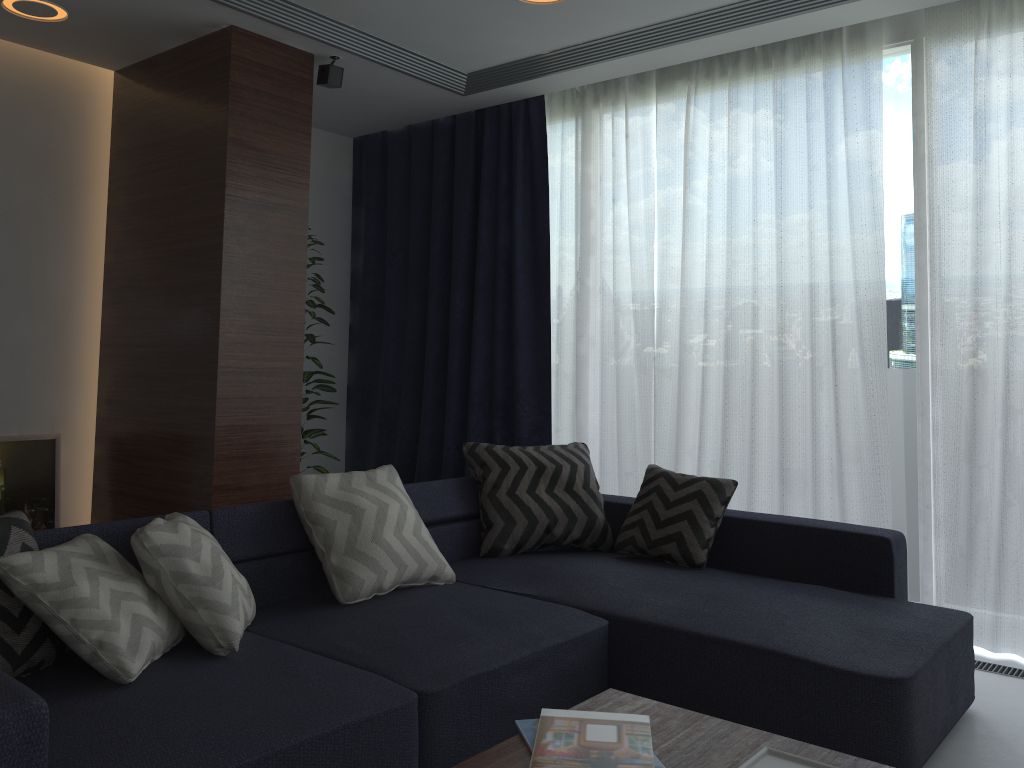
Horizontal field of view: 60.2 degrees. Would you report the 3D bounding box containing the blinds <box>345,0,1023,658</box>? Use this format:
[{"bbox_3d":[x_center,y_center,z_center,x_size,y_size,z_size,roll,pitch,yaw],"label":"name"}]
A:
[{"bbox_3d":[-0.050,-0.365,1.590,7.130,2.786,5.784,1,0,42],"label":"blinds"}]

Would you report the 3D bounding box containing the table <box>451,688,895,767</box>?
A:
[{"bbox_3d":[0.278,0.855,1.408,0.805,0.354,0.798,1,0,39],"label":"table"}]

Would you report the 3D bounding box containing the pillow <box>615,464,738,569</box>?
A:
[{"bbox_3d":[0.637,0.513,3.471,0.414,0.346,0.285,0,-2,44],"label":"pillow"}]

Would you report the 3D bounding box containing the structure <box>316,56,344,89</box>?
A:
[{"bbox_3d":[-0.886,-1.516,4.311,0.114,0.143,0.084,-1,-4,44],"label":"structure"}]

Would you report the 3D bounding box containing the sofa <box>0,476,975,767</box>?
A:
[{"bbox_3d":[-0.021,0.707,2.466,1.898,0.611,2.865,1,1,39],"label":"sofa"}]

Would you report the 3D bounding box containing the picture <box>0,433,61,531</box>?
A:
[{"bbox_3d":[-2.382,0.597,4.155,0.083,0.703,0.498,-2,-4,39],"label":"picture"}]

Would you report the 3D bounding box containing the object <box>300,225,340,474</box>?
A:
[{"bbox_3d":[-1.152,0.034,4.796,0.503,1.856,0.480,1,-4,7],"label":"object"}]

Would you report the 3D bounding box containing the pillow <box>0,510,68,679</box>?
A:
[{"bbox_3d":[-1.221,0.495,2.049,0.221,0.387,0.413,1,-2,9],"label":"pillow"}]

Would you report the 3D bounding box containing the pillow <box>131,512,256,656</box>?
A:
[{"bbox_3d":[-0.848,0.525,2.398,0.280,0.353,0.417,1,-1,-8],"label":"pillow"}]

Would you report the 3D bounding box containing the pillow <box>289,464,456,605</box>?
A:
[{"bbox_3d":[-0.470,0.493,2.969,0.342,0.390,0.493,-1,-2,39],"label":"pillow"}]

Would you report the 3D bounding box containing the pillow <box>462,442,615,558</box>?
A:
[{"bbox_3d":[0.110,0.511,3.691,0.597,0.521,0.354,2,-3,-21],"label":"pillow"}]

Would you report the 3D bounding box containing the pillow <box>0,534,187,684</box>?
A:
[{"bbox_3d":[-1.005,0.533,2.159,0.330,0.296,0.414,1,-1,1],"label":"pillow"}]
